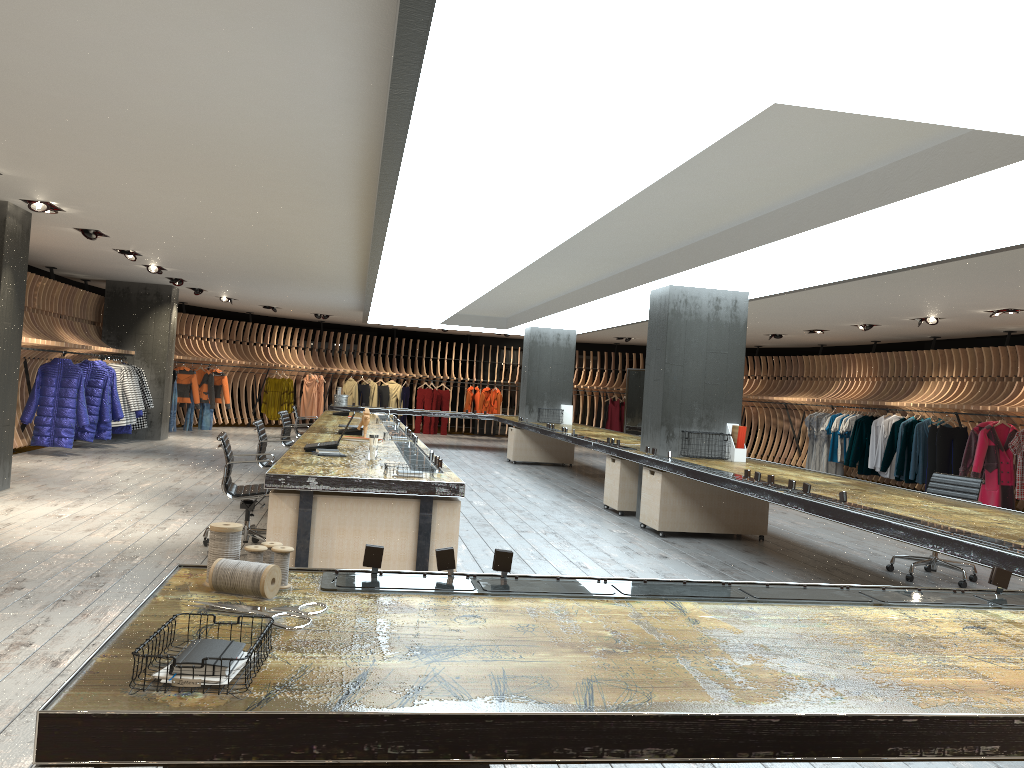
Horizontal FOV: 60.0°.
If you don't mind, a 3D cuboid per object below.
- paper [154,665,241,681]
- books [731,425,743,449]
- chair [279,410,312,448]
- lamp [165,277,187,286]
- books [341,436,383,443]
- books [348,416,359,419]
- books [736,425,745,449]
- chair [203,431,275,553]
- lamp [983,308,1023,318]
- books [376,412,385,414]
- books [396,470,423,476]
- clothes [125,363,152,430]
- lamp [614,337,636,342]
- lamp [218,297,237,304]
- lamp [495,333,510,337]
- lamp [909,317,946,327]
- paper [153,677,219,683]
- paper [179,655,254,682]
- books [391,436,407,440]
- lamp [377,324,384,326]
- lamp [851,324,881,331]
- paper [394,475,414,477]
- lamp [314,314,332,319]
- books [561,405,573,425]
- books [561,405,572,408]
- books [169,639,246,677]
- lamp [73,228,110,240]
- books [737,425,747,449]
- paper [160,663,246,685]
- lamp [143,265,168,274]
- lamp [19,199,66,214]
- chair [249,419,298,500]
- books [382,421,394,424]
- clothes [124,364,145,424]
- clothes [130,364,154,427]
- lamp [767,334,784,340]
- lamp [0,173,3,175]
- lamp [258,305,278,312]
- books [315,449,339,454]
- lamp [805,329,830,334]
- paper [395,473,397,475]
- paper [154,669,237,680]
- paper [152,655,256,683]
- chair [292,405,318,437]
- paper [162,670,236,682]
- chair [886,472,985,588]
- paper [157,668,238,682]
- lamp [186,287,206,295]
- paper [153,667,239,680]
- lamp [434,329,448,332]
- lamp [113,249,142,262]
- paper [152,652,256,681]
[{"bbox_3d":[-0.592,0.543,1.718,0.130,0.004,0.176,4,0,5],"label":"paper"},{"bbox_3d":[2.336,0.618,9.280,0.048,0.368,0.215,4,-1,-10],"label":"books"},{"bbox_3d":[-2.692,0.789,11.362,0.667,0.860,0.693,4,-1,-14],"label":"chair"},{"bbox_3d":[-5.571,-1.775,14.724,0.269,0.292,0.492,4,-1,-10],"label":"lamp"},{"bbox_3d":[-1.416,0.523,8.357,0.366,0.026,0.213,4,0,0],"label":"books"},{"bbox_3d":[-2.311,0.493,13.089,0.213,0.026,0.366,4,0,-10],"label":"books"},{"bbox_3d":[2.358,0.619,9.284,0.048,0.368,0.215,4,-1,-10],"label":"books"},{"bbox_3d":[-1.911,0.812,6.613,0.667,0.860,0.693,4,-1,-24],"label":"chair"},{"bbox_3d":[6.385,-0.984,11.463,0.269,0.296,0.492,4,-1,-10],"label":"lamp"},{"bbox_3d":[-2.275,0.503,15.330,0.155,0.025,0.110,4,0,-15],"label":"books"},{"bbox_3d":[-0.634,0.552,5.494,0.155,0.025,0.110,4,0,-15],"label":"books"},{"bbox_3d":[-6.646,0.239,15.379,0.807,1.188,0.191,4,-1,-9],"label":"clothes"},{"bbox_3d":[2.748,-1.166,21.651,0.493,0.294,0.269,3,-1,35],"label":"lamp"},{"bbox_3d":[-5.745,-1.764,17.886,0.269,0.296,0.492,4,-1,10],"label":"lamp"},{"bbox_3d":[-0.229,-1.359,22.649,0.492,0.298,0.269,4,-1,-1],"label":"lamp"},{"bbox_3d":[6.108,-0.990,13.034,0.269,0.301,0.492,4,-1,-10],"label":"lamp"},{"bbox_3d":[-0.592,0.545,1.718,0.130,0.004,0.176,4,0,5],"label":"paper"},{"bbox_3d":[-0.592,0.543,1.718,0.130,0.004,0.176,4,0,7],"label":"paper"},{"bbox_3d":[-1.123,0.540,8.834,0.155,0.025,0.110,4,0,-15],"label":"books"},{"bbox_3d":[-3.228,-1.575,21.769,0.492,0.284,0.269,4,-1,-30],"label":"lamp"},{"bbox_3d":[5.831,-1.006,14.604,0.269,0.286,0.492,4,-1,-10],"label":"lamp"},{"bbox_3d":[-0.654,0.566,5.490,0.176,0.003,0.130,4,0,-12],"label":"paper"},{"bbox_3d":[-4.440,-1.657,20.746,0.269,0.297,0.492,3,-1,40],"label":"lamp"},{"bbox_3d":[1.032,0.581,16.662,0.215,0.368,0.073,4,-1,-10],"label":"books"},{"bbox_3d":[1.027,0.581,16.690,0.215,0.368,0.075,4,-1,-10],"label":"books"},{"bbox_3d":[-0.588,0.531,1.725,0.110,0.025,0.155,4,0,-5],"label":"books"},{"bbox_3d":[-4.739,-1.748,10.013,0.269,0.292,0.492,4,-1,-10],"label":"lamp"},{"bbox_3d":[2.379,0.621,9.288,0.048,0.368,0.215,4,-1,-10],"label":"books"},{"bbox_3d":[-0.588,0.547,1.705,0.130,0.003,0.176,4,0,-2],"label":"paper"},{"bbox_3d":[-5.293,-1.769,13.154,0.269,0.286,0.492,4,-1,-10],"label":"lamp"},{"bbox_3d":[-4.462,-1.738,8.442,0.269,0.296,0.492,4,-1,-10],"label":"lamp"},{"bbox_3d":[-2.264,0.802,8.751,0.667,0.860,0.693,4,-1,-19],"label":"chair"},{"bbox_3d":[-1.681,0.522,12.004,0.155,0.025,0.110,4,0,-15],"label":"books"},{"bbox_3d":[-6.595,0.185,15.019,0.752,1.062,0.128,4,-1,-12],"label":"clothes"},{"bbox_3d":[-6.688,0.237,15.562,0.799,1.186,0.191,4,-1,-9],"label":"clothes"},{"bbox_3d":[5.274,-1.021,17.745,0.269,0.291,0.492,4,-1,-14],"label":"lamp"},{"bbox_3d":[-4.184,-1.733,6.872,0.269,0.288,0.492,4,-1,-10],"label":"lamp"},{"bbox_3d":[-5.284,-1.725,19.402,0.269,0.293,0.492,4,-1,22],"label":"lamp"},{"bbox_3d":[-1.389,0.499,6.608,0.186,0.027,0.112,4,0,-25],"label":"books"},{"bbox_3d":[5.554,-1.011,16.175,0.269,0.294,0.492,4,-1,-10],"label":"lamp"},{"bbox_3d":[-0.641,0.563,5.496,0.176,0.004,0.130,4,0,-4],"label":"paper"},{"bbox_3d":[-0.592,0.544,1.718,0.130,0.004,0.176,4,0,4],"label":"paper"},{"bbox_3d":[-0.592,0.545,1.718,0.130,0.004,0.176,4,0,9],"label":"paper"},{"bbox_3d":[-3.086,0.776,13.537,0.667,0.860,0.693,4,-1,-24],"label":"chair"},{"bbox_3d":[-0.592,0.545,1.718,0.130,0.004,0.176,4,0,2],"label":"paper"},{"bbox_3d":[3.487,1.182,7.349,0.667,0.860,0.693,5,-1,-34],"label":"chair"},{"bbox_3d":[-0.592,0.544,1.718,0.130,0.004,0.176,4,0,4],"label":"paper"},{"bbox_3d":[-5.789,-1.779,16.302,0.269,0.292,0.492,4,-1,-3],"label":"lamp"},{"bbox_3d":[-0.592,0.544,1.718,0.130,0.004,0.176,4,0,5],"label":"paper"},{"bbox_3d":[-1.791,-1.467,22.427,0.492,0.296,0.269,4,-1,-17],"label":"lamp"},{"bbox_3d":[-5.016,-1.756,11.583,0.269,0.294,0.492,4,-1,-10],"label":"lamp"},{"bbox_3d":[-0.592,0.542,1.718,0.130,0.004,0.176,4,0,6],"label":"paper"}]
